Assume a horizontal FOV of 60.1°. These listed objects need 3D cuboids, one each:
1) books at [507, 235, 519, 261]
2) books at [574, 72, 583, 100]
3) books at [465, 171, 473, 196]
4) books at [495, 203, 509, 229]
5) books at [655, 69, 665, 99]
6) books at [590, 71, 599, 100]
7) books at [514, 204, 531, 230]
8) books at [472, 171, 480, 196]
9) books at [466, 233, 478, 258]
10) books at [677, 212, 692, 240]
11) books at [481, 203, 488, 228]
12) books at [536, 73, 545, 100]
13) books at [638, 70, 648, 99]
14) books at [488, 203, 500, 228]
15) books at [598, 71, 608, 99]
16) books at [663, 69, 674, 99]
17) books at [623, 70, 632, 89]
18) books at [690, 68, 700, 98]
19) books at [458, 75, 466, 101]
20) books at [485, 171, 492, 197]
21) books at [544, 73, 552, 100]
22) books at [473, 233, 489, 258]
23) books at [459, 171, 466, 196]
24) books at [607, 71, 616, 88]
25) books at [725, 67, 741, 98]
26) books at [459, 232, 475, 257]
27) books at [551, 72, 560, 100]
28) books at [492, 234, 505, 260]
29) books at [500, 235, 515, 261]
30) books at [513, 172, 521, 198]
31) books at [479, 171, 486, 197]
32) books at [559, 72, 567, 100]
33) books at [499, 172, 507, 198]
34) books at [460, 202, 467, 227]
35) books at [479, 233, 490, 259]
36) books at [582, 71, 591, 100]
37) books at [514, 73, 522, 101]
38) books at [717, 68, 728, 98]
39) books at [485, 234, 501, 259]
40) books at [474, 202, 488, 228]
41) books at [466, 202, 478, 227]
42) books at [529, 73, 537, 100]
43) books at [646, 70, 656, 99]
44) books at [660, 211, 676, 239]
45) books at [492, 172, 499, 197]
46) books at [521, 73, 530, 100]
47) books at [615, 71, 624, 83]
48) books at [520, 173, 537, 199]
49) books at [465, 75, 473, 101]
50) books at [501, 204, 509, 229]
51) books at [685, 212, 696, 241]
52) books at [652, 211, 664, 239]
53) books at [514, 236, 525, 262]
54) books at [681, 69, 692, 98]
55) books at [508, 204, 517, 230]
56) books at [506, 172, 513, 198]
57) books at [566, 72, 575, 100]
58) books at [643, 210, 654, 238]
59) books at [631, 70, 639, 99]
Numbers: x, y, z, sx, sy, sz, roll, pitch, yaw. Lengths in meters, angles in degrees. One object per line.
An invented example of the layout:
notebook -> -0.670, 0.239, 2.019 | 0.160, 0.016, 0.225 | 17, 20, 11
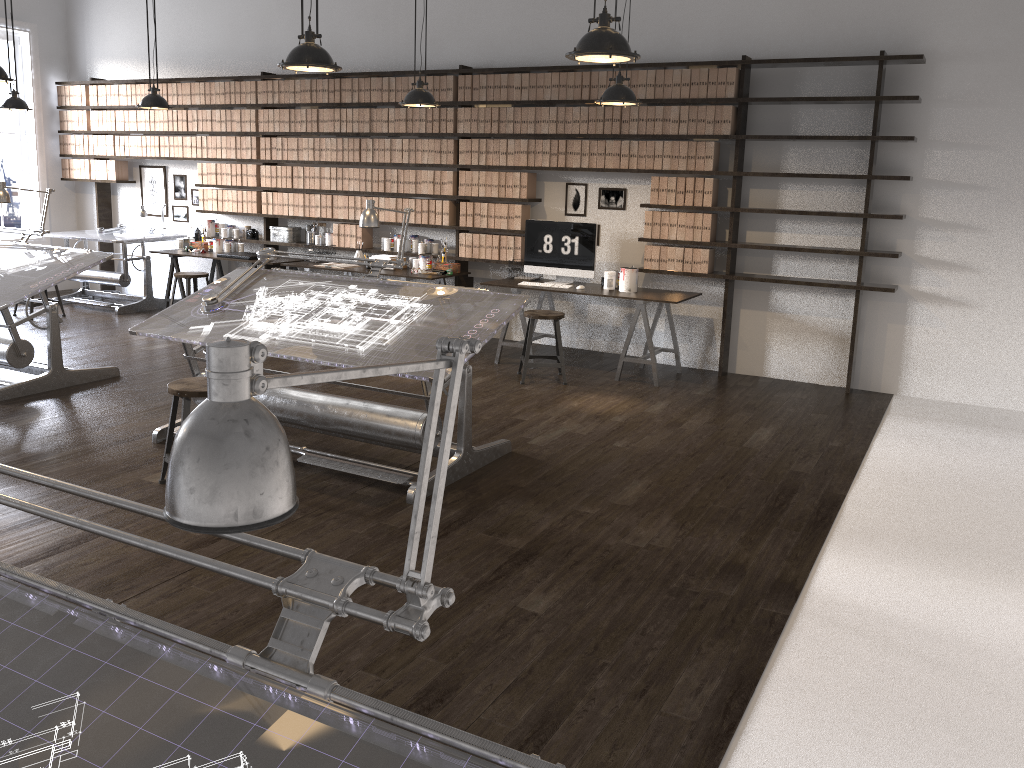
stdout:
books -> 0.026, -1.200, 7.853 | 0.067, 0.223, 0.175 | 7, 13, 27
books -> 0.580, -2.463, 7.348 | 0.067, 0.223, 0.176 | 7, 13, 27
books -> -0.345, -1.799, 7.959 | 0.067, 0.223, 0.176 | 7, 13, 27
books -> -0.081, -1.489, 7.868 | 0.067, 0.223, 0.176 | 7, 13, 27
books -> 1.199, -2.368, 7.026 | 0.067, 0.223, 0.176 | 7, 13, 27
books -> 0.712, -2.443, 7.280 | 0.067, 0.223, 0.176 | 7, 13, 27
books -> 0.092, -1.462, 7.775 | 0.067, 0.223, 0.176 | 7, 13, 27
books -> -0.285, -1.789, 7.924 | 0.067, 0.224, 0.176 | 7, 13, 27
books -> -0.347, -1.257, 8.044 | 0.067, 0.223, 0.176 | 7, 13, 27
books -> 1.387, -1.263, 7.101 | 0.067, 0.223, 0.176 | 7, 13, 27
books -> -0.208, -1.508, 7.929 | 0.067, 0.223, 0.175 | 7, 13, 27
books -> 0.277, -2.510, 7.505 | 0.067, 0.223, 0.175 | 7, 13, 27
books -> 1.072, -2.387, 7.090 | 0.067, 0.223, 0.176 | 7, 13, 27
books -> -0.143, -1.499, 7.900 | 0.067, 0.223, 0.175 | 7, 13, 27
books -> 0.772, -2.432, 7.243 | 0.067, 0.223, 0.175 | 7, 13, 27
books -> 1.261, -2.359, 6.996 | 0.067, 0.223, 0.175 | 7, 13, 27
books -> 0.956, -2.404, 7.146 | 0.067, 0.224, 0.176 | 7, 13, 27
books -> 1.447, -2.328, 6.892 | 0.067, 0.224, 0.176 | 7, 13, 27
books -> -0.404, -2.614, 7.857 | 0.067, 0.223, 0.176 | 7, 13, 27
books -> -0.164, -1.771, 7.865 | 0.067, 0.223, 0.176 | 7, 13, 27
books -> 0.337, -2.499, 7.470 | 0.067, 0.223, 0.175 | 7, 13, 27
books -> -0.283, -1.247, 8.011 | 0.067, 0.224, 0.176 | 7, 13, 27
books -> -0.406, -1.808, 7.993 | 0.067, 0.223, 0.175 | 7, 13, 27
books -> 0.837, -2.424, 7.215 | 0.067, 0.223, 0.175 | 7, 13, 27
books -> 1.694, -2.292, 6.768 | 0.067, 0.223, 0.175 | 7, 13, 27
books -> -0.409, -1.267, 8.080 | 0.067, 0.223, 0.175 | 7, 13, 27
books -> 0.399, -2.489, 7.434 | 0.067, 0.223, 0.176 | 7, 13, 27
books -> -0.103, -1.220, 7.919 | 0.067, 0.224, 0.176 | 7, 13, 27
books -> -0.034, -1.211, 7.890 | 0.067, 0.223, 0.176 | 7, 13, 27
books -> 0.078, -1.733, 7.736 | 0.067, 0.223, 0.175 | 7, 13, 27
books -> -0.220, -1.779, 7.892 | 0.067, 0.223, 0.176 | 7, 13, 27
books -> 0.463, -2.479, 7.401 | 0.067, 0.224, 0.176 | 7, 13, 27
books -> -0.045, -1.753, 7.805 | 0.067, 0.223, 0.176 | 7, 13, 27
books -> -0.400, -1.538, 8.034 | 0.067, 0.223, 0.176 | 7, 13, 27
books -> -0.225, -1.240, 7.985 | 0.067, 0.223, 0.176 | 7, 13, 27
books -> 0.643, -2.452, 7.309 | 0.067, 0.224, 0.176 | 7, 13, 27
books -> 0.088, -2.538, 7.599 | 0.067, 0.223, 0.176 | 7, 13, 27
books -> 1.634, -2.302, 6.803 | 0.067, 0.223, 0.175 | 7, 13, 27
books -> -0.166, -1.231, 7.958 | 0.067, 0.223, 0.176 | 7, 13, 27
books -> -0.268, -1.518, 7.966 | 0.067, 0.223, 0.176 | 7, 13, 27
books -> -0.337, -1.527, 7.995 | 0.067, 0.224, 0.176 | 7, 13, 27
books -> 0.215, -2.519, 7.535 | 0.067, 0.223, 0.176 | 7, 13, 27
books -> 1.135, -2.377, 7.055 | 0.067, 0.224, 0.176 | 7, 13, 27
books -> 1.265, -1.283, 7.172 | 0.067, 0.223, 0.175 | 7, 13, 27
books -> -0.107, -1.761, 7.830 | 0.067, 0.224, 0.176 | 7, 13, 27
books -> 0.151, -2.528, 7.564 | 0.067, 0.224, 0.176 | 7, 13, 27
books -> 0.899, -2.414, 7.182 | 0.067, 0.223, 0.176 | 7, 13, 27
books -> 0.143, -1.724, 7.708 | 0.067, 0.223, 0.176 | 7, 13, 27
books -> -0.341, -2.603, 7.819 | 0.067, 0.224, 0.176 | 7, 13, 27
books -> -0.024, -1.479, 7.832 | 0.067, 0.224, 0.176 | 7, 13, 27
books -> 1.446, -1.254, 7.071 | 0.067, 0.224, 0.176 | 7, 13, 27
books -> 1.203, -1.292, 7.203 | 0.067, 0.223, 0.176 | 7, 13, 27
books -> 0.091, -1.192, 7.824 | 0.067, 0.223, 0.175 | 7, 13, 27
books -> 1.383, -2.338, 6.925 | 0.067, 0.223, 0.176 | 7, 13, 27
books -> 0.037, -1.471, 7.805 | 0.067, 0.223, 0.176 | 7, 13, 27
books -> 0.018, -1.743, 7.772 | 0.067, 0.223, 0.175 | 7, 13, 27
books -> 0.521, -2.472, 7.376 | 0.067, 0.223, 0.176 | 7, 13, 27
books -> 1.139, -1.301, 7.231 | 0.067, 0.224, 0.176 | 7, 13, 27
books -> 1.017, -2.396, 7.120 | 0.067, 0.223, 0.176 | 7, 13, 27
